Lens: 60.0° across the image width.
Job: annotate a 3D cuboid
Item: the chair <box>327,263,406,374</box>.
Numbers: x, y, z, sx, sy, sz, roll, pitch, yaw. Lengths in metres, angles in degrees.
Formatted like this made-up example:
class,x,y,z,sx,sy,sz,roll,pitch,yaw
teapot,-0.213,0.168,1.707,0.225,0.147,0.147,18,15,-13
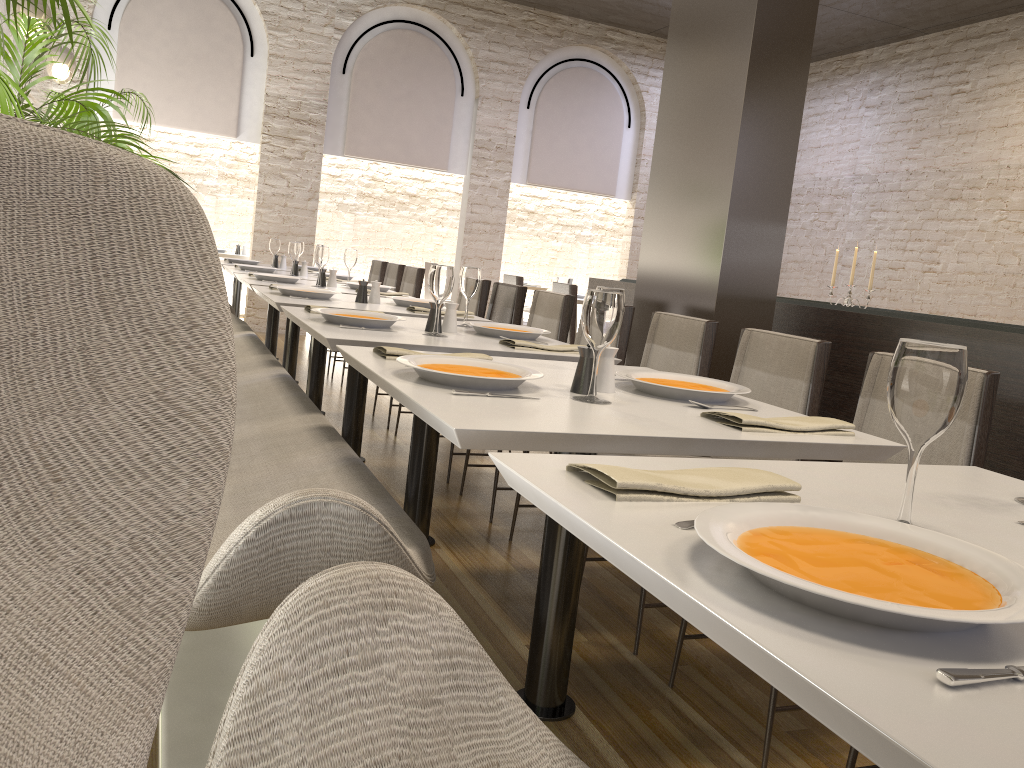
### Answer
class,x,y,z,sx,sy,sz,roll,pitch,yaw
chair,-1.206,-0.542,7.125,0.565,0.902,0.414,4,6,-22

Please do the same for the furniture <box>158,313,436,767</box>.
class,x,y,z,sx,sy,sz,roll,pitch,yaw
furniture,-1.142,-0.092,3.213,0.708,1.092,4.500,4,8,-22

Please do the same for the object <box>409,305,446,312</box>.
class,x,y,z,sx,sy,sz,roll,pitch,yaw
object,-0.386,-0.348,4.096,0.181,0.015,0.038,4,8,-21

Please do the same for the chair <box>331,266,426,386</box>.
class,x,y,z,sx,sy,sz,roll,pitch,yaw
chair,-1.001,-0.447,6.609,0.565,0.902,0.414,4,6,-22

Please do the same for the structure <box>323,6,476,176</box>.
class,x,y,z,sx,sy,sz,roll,pitch,yaw
structure,-1.170,-3.220,9.609,1.632,1.668,0.098,4,6,-22

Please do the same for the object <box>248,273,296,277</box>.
class,x,y,z,sx,sy,sz,roll,pitch,yaw
object,-1.463,-0.656,5.419,0.272,0.033,0.143,3,8,-22

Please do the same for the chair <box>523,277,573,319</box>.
class,x,y,z,sx,sy,sz,roll,pitch,yaw
chair,0.409,-0.933,11.332,0.565,0.902,0.414,4,6,-22

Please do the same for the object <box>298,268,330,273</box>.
class,x,y,z,sx,sy,sz,roll,pitch,yaw
object,-1.548,-0.889,7.033,0.272,0.033,0.143,3,8,-22

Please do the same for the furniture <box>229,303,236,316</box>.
class,x,y,z,sx,sy,sz,roll,pitch,yaw
furniture,-2.487,-0.716,6.601,0.706,1.093,2.599,4,8,-22

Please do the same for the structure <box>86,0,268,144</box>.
class,x,y,z,sx,sy,sz,roll,pitch,yaw
structure,-3.257,-3.346,8.757,1.632,1.668,0.098,4,6,-22

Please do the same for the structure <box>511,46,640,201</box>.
class,x,y,z,sx,sy,sz,roll,pitch,yaw
structure,0.788,-3.102,10.407,1.632,1.668,0.098,4,6,-22

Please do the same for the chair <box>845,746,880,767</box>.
class,x,y,z,sx,sy,sz,roll,pitch,yaw
chair,0.987,0.475,1.599,0.565,0.902,0.414,4,6,-22

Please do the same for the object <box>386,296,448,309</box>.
class,x,y,z,sx,sy,sz,roll,pitch,yaw
object,-0.448,-0.386,4.266,0.321,0.036,0.323,-1,11,-44

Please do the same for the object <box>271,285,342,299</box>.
class,x,y,z,sx,sy,sz,roll,pitch,yaw
object,-0.945,-0.417,4.066,0.321,0.036,0.323,-1,11,-44

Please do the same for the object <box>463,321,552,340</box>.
class,x,y,z,sx,sy,sz,roll,pitch,yaw
object,-0.019,-0.188,3.187,0.321,0.036,0.323,-1,11,-44

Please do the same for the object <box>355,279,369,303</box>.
class,x,y,z,sx,sy,sz,roll,pitch,yaw
object,-0.690,-0.430,4.091,0.059,0.109,0.060,3,7,-31

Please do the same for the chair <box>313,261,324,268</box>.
class,x,y,z,sx,sy,sz,roll,pitch,yaw
chair,-2.468,-1.107,10.159,0.565,0.902,0.414,4,6,-22

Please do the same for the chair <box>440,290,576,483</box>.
class,x,y,z,sx,sy,sz,roll,pitch,yaw
chair,-0.066,-0.013,4.253,0.565,0.902,0.414,4,6,-22

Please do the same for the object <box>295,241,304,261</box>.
class,x,y,z,sx,sy,sz,roll,pitch,yaw
object,-1.825,-1.102,7.568,0.086,0.230,0.086,7,6,8

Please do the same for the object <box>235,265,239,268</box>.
class,x,y,z,sx,sy,sz,roll,pitch,yaw
object,-1.867,-0.843,6.435,0.272,0.033,0.143,3,8,-22

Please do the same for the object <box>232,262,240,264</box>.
class,x,y,z,sx,sy,sz,roll,pitch,yaw
object,-2.113,-0.946,6.994,0.185,0.010,0.017,3,8,-22

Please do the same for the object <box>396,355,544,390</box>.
class,x,y,z,sx,sy,sz,roll,pitch,yaw
object,-0.092,-0.021,1.916,0.321,0.036,0.323,0,10,-39

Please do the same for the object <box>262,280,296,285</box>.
class,x,y,z,sx,sy,sz,roll,pitch,yaw
object,-1.292,-0.565,4.926,0.185,0.010,0.017,3,8,-22

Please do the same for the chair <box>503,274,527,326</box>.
class,x,y,z,sx,sy,sz,roll,pitch,yaw
chair,0.182,-0.550,8.358,0.565,0.902,0.414,4,6,-22

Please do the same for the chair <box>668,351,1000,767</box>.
class,x,y,z,sx,sy,sz,roll,pitch,yaw
chair,0.770,0.374,2.147,0.565,0.902,0.414,4,6,-22

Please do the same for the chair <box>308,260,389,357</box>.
class,x,y,z,sx,sy,sz,roll,pitch,yaw
chair,-1.417,-0.640,7.657,0.565,0.902,0.414,4,6,-22

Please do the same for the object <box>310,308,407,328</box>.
class,x,y,z,sx,sy,sz,roll,pitch,yaw
object,-0.517,-0.218,2.986,0.321,0.036,0.323,-1,11,-44

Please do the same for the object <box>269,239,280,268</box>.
class,x,y,z,sx,sy,sz,roll,pitch,yaw
object,-1.895,-1.039,7.054,0.086,0.230,0.086,7,6,8

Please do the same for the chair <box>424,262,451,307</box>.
class,x,y,z,sx,sy,sz,roll,pitch,yaw
chair,-0.802,-1.006,10.838,0.565,0.902,0.414,4,6,-22

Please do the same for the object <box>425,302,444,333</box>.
class,x,y,z,sx,sy,sz,roll,pitch,yaw
object,-0.262,-0.231,3.012,0.059,0.109,0.060,3,7,-31

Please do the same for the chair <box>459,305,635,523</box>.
class,x,y,z,sx,sy,sz,roll,pitch,yaw
chair,0.142,0.083,3.729,0.565,0.902,0.414,4,6,-22

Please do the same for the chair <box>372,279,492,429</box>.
class,x,y,z,sx,sy,sz,roll,pitch,yaw
chair,-0.485,-0.208,5.310,0.565,0.902,0.414,4,6,-22

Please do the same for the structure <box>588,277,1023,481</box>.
class,x,y,z,sx,sy,sz,roll,pitch,yaw
structure,3.549,0.700,1.781,2.369,0.996,10.807,4,8,-22

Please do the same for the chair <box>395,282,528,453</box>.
class,x,y,z,sx,sy,sz,roll,pitch,yaw
chair,-0.282,-0.113,4.796,0.565,0.902,0.414,4,6,-22

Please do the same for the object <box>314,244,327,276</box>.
class,x,y,z,sx,sy,sz,roll,pitch,yaw
object,-1.413,-0.911,6.529,0.086,0.230,0.086,7,6,8

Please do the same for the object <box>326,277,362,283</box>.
class,x,y,z,sx,sy,sz,roll,pitch,yaw
object,-1.131,-0.695,5.982,0.272,0.033,0.143,3,8,-22

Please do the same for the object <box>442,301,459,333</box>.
class,x,y,z,sx,sy,sz,roll,pitch,yaw
object,-0.214,-0.235,3.081,0.059,0.109,0.060,3,7,-31

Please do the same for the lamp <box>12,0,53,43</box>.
class,x,y,z,sx,sy,sz,roll,pitch,yaw
lamp,-2.260,-2.685,4.281,0.177,2.033,0.178,2,8,-43

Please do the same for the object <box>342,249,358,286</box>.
class,x,y,z,sx,sy,sz,roll,pitch,yaw
object,-1.012,-0.725,5.518,0.086,0.230,0.086,7,6,8

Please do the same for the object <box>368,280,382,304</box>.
class,x,y,z,sx,sy,sz,roll,pitch,yaw
object,-0.642,-0.434,4.160,0.059,0.109,0.060,3,7,-31

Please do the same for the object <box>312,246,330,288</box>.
class,x,y,z,sx,sy,sz,roll,pitch,yaw
object,-1.081,-0.662,5.004,0.086,0.230,0.086,7,6,8

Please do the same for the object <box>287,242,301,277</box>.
class,x,y,z,sx,sy,sz,roll,pitch,yaw
object,-1.482,-0.848,6.015,0.086,0.230,0.086,7,6,8

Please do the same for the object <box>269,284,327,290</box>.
class,x,y,z,sx,sy,sz,roll,pitch,yaw
object,-1.054,-0.467,4.388,0.272,0.033,0.143,3,8,-22

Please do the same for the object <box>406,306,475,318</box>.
class,x,y,z,sx,sy,sz,roll,pitch,yaw
object,-0.318,-0.318,3.935,0.272,0.033,0.143,3,8,-22

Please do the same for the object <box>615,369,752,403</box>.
class,x,y,z,sx,sy,sz,roll,pitch,yaw
object,0.405,0.009,2.117,0.321,0.036,0.323,0,10,-39

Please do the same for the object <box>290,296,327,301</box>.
class,x,y,z,sx,sy,sz,roll,pitch,yaw
object,-0.883,-0.375,3.896,0.185,0.010,0.017,3,8,-22

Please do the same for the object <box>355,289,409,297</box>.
class,x,y,z,sx,sy,sz,roll,pitch,yaw
object,-0.727,-0.508,4.966,0.272,0.033,0.143,3,8,-22

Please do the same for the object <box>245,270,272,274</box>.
class,x,y,z,sx,sy,sz,roll,pitch,yaw
object,-1.696,-0.752,5.943,0.185,0.010,0.017,3,8,-22

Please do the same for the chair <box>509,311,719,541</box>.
class,x,y,z,sx,sy,sz,roll,pitch,yaw
chair,0.359,0.184,3.183,0.565,0.902,0.414,4,6,-22

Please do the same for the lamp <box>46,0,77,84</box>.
class,x,y,z,sx,sy,sz,roll,pitch,yaw
lamp,-2.767,-2.920,5.559,0.177,2.033,0.178,2,8,-43

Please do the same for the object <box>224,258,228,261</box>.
class,x,y,z,sx,sy,sz,roll,pitch,yaw
object,-2.284,-1.037,7.486,0.272,0.033,0.143,3,8,-22

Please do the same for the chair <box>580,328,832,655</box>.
class,x,y,z,sx,sy,sz,roll,pitch,yaw
chair,0.565,0.279,2.664,0.565,0.902,0.414,4,6,-22

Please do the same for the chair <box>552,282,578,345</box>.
class,x,y,z,sx,sy,sz,roll,pitch,yaw
chair,0.597,-0.357,7.312,0.565,0.902,0.414,4,6,-22
